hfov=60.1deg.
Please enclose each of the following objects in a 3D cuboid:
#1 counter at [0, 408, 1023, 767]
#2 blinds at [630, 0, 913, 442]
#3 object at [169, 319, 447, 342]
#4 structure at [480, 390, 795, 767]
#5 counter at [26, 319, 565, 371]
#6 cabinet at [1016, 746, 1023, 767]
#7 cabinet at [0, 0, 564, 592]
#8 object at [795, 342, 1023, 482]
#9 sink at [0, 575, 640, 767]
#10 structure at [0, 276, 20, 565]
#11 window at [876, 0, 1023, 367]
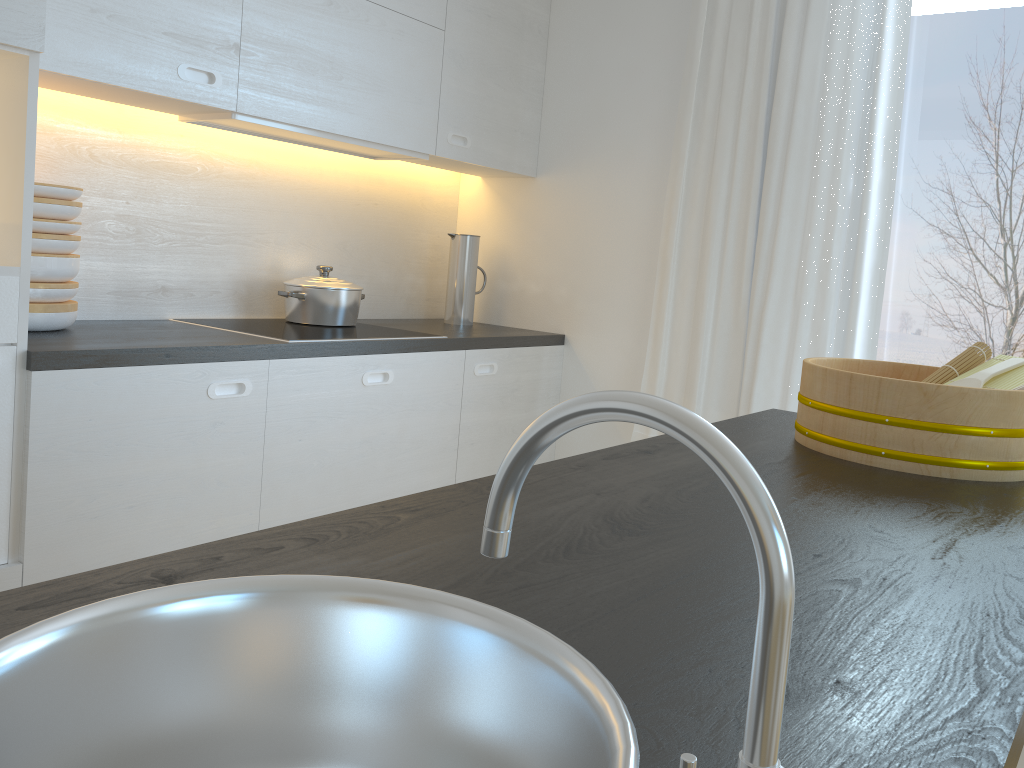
[{"bbox_3d":[0.084,0.191,0.746,0.603,0.040,2.404,10,10,35],"label":"counter"},{"bbox_3d":[0.832,-0.798,2.836,0.798,2.149,0.150,8,6,36],"label":"blinds"},{"bbox_3d":[-0.629,-0.171,2.795,0.564,0.013,0.655,10,10,36],"label":"object"},{"bbox_3d":[0.031,0.112,0.358,0.163,0.214,0.097,9,6,36],"label":"structure"},{"bbox_3d":[-0.630,-0.153,2.791,0.603,0.040,2.004,10,10,35],"label":"counter"},{"bbox_3d":[0.044,0.661,0.781,0.603,0.905,2.404,9,8,36],"label":"cabinet"},{"bbox_3d":[-0.910,-0.424,2.248,0.483,2.288,3.206,8,7,36],"label":"cabinet"},{"bbox_3d":[0.705,0.012,1.499,0.429,0.213,0.381,1,8,-26],"label":"object"},{"bbox_3d":[-0.135,0.259,0.516,0.404,0.156,0.407,3,8,-12],"label":"sink"},{"bbox_3d":[-1.183,0.096,1.586,0.049,0.593,0.561,8,7,36],"label":"structure"},{"bbox_3d":[2.013,-0.428,2.212,2.739,1.908,0.088,10,6,36],"label":"window"}]
